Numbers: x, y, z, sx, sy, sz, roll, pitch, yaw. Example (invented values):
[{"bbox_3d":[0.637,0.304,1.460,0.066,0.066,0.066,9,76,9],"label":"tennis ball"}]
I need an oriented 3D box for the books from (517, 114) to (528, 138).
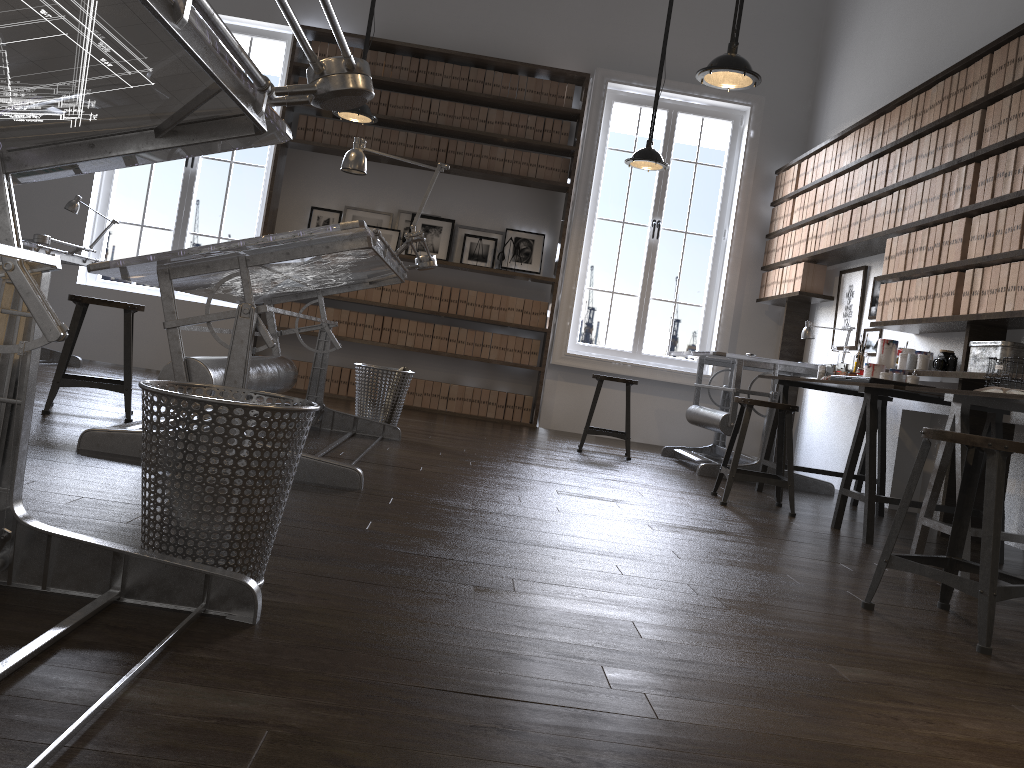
[{"bbox_3d":[0.082,-2.168,7.552,0.066,0.226,0.174,9,0,-3],"label":"books"}]

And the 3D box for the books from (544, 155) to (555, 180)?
[{"bbox_3d":[0.309,-1.817,7.550,0.067,0.226,0.174,9,0,-3],"label":"books"}]

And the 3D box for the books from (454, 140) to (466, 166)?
[{"bbox_3d":[-0.441,-1.932,7.518,0.066,0.226,0.174,9,0,-3],"label":"books"}]

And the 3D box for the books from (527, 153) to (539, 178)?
[{"bbox_3d":[0.172,-1.838,7.547,0.066,0.226,0.174,9,0,-3],"label":"books"}]

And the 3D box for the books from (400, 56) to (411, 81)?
[{"bbox_3d":[-0.901,-2.641,7.508,0.066,0.226,0.174,9,0,-3],"label":"books"}]

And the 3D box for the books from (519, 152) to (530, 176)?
[{"bbox_3d":[0.103,-1.849,7.548,0.066,0.226,0.174,9,0,-3],"label":"books"}]

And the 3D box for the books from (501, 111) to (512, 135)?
[{"bbox_3d":[-0.054,-2.189,7.539,0.067,0.226,0.174,9,0,-3],"label":"books"}]

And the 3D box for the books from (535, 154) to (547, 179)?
[{"bbox_3d":[0.244,-1.827,7.547,0.066,0.226,0.174,9,0,-3],"label":"books"}]

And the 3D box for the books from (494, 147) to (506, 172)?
[{"bbox_3d":[-0.107,-1.881,7.535,0.066,0.226,0.174,9,0,-3],"label":"books"}]

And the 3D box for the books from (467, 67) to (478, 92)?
[{"bbox_3d":[-0.336,-2.554,7.536,0.066,0.226,0.174,9,0,-3],"label":"books"}]

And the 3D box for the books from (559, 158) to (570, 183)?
[{"bbox_3d":[0.440,-1.797,7.561,0.066,0.226,0.174,9,0,-3],"label":"books"}]

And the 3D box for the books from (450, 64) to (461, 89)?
[{"bbox_3d":[-0.479,-2.576,7.533,0.066,0.226,0.174,9,0,-3],"label":"books"}]

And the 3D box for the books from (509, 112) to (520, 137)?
[{"bbox_3d":[0.012,-2.179,7.548,0.066,0.226,0.174,9,0,-3],"label":"books"}]

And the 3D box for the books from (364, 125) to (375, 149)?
[{"bbox_3d":[-1.207,-2.049,7.485,0.066,0.226,0.174,9,0,-3],"label":"books"}]

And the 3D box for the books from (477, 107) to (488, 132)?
[{"bbox_3d":[-0.254,-2.219,7.531,0.067,0.226,0.174,9,0,-3],"label":"books"}]

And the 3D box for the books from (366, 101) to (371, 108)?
[{"bbox_3d":[-1.221,-2.367,7.488,0.066,0.226,0.174,9,0,-3],"label":"books"}]

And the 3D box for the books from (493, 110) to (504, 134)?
[{"bbox_3d":[-0.120,-2.199,7.541,0.066,0.226,0.174,9,0,-3],"label":"books"}]

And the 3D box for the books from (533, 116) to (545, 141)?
[{"bbox_3d":[0.222,-2.147,7.558,0.066,0.226,0.174,9,0,-3],"label":"books"}]

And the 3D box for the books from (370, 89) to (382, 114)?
[{"bbox_3d":[-1.151,-2.356,7.496,0.066,0.226,0.174,9,0,-3],"label":"books"}]

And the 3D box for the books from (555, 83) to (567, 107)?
[{"bbox_3d":[0.412,-2.440,7.572,0.066,0.226,0.174,9,0,-3],"label":"books"}]

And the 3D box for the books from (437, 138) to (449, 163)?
[{"bbox_3d":[-0.585,-1.954,7.511,0.067,0.226,0.174,9,0,-3],"label":"books"}]

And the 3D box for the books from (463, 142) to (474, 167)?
[{"bbox_3d":[-0.372,-1.922,7.525,0.066,0.226,0.174,9,0,-3],"label":"books"}]

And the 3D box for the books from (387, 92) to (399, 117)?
[{"bbox_3d":[-1.004,-2.334,7.503,0.066,0.226,0.174,9,0,-3],"label":"books"}]

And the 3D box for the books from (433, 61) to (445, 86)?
[{"bbox_3d":[-0.619,-2.598,7.519,0.066,0.226,0.174,9,0,-3],"label":"books"}]

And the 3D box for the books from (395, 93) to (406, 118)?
[{"bbox_3d":[-0.939,-2.324,7.503,0.066,0.226,0.174,9,0,-3],"label":"books"}]

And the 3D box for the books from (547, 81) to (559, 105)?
[{"bbox_3d":[0.342,-2.451,7.569,0.066,0.226,0.174,9,0,-3],"label":"books"}]

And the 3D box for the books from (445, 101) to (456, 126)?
[{"bbox_3d":[-0.527,-2.261,7.523,0.066,0.226,0.174,9,0,-3],"label":"books"}]

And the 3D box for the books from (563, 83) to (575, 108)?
[{"bbox_3d":[0.482,-2.429,7.571,0.066,0.226,0.174,9,0,-3],"label":"books"}]

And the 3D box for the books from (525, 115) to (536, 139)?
[{"bbox_3d":[0.152,-2.157,7.551,0.066,0.226,0.174,9,0,-3],"label":"books"}]

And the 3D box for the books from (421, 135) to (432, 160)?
[{"bbox_3d":[-0.723,-1.975,7.508,0.066,0.226,0.174,9,0,-3],"label":"books"}]

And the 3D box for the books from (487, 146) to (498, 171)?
[{"bbox_3d":[-0.169,-1.891,7.533,0.066,0.226,0.174,9,0,-3],"label":"books"}]

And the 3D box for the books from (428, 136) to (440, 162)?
[{"bbox_3d":[-0.659,-1.965,7.513,0.066,0.226,0.174,9,0,-3],"label":"books"}]

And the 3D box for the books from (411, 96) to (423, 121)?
[{"bbox_3d":[-0.805,-2.303,7.505,0.066,0.226,0.174,9,0,-3],"label":"books"}]

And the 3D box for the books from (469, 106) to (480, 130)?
[{"bbox_3d":[-0.323,-2.230,7.532,0.066,0.226,0.174,9,0,-3],"label":"books"}]

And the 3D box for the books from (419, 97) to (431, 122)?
[{"bbox_3d":[-0.734,-2.293,7.512,0.066,0.226,0.174,9,0,-3],"label":"books"}]

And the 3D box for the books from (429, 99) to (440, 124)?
[{"bbox_3d":[-0.660,-2.281,7.513,0.067,0.226,0.174,9,0,-3],"label":"books"}]

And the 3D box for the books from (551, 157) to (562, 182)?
[{"bbox_3d":[0.371,-1.808,7.557,0.066,0.226,0.174,9,0,-3],"label":"books"}]

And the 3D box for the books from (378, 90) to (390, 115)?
[{"bbox_3d":[-1.077,-2.345,7.494,0.067,0.226,0.174,9,0,-3],"label":"books"}]

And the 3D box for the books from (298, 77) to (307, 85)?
[{"bbox_3d":[-1.766,-2.450,7.469,0.066,0.226,0.174,9,0,-3],"label":"books"}]

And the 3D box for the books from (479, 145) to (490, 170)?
[{"bbox_3d":[-0.235,-1.900,7.526,0.067,0.226,0.174,9,0,-3],"label":"books"}]

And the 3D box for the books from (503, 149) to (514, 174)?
[{"bbox_3d":[-0.035,-1.870,7.536,0.067,0.226,0.174,9,0,-3],"label":"books"}]

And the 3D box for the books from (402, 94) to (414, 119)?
[{"bbox_3d":[-0.877,-2.314,7.502,0.067,0.226,0.174,9,0,-3],"label":"books"}]

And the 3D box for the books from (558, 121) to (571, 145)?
[{"bbox_3d":[0.445,-2.113,7.566,0.066,0.226,0.174,9,0,-3],"label":"books"}]

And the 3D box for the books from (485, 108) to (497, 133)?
[{"bbox_3d":[-0.182,-2.208,7.537,0.066,0.226,0.174,9,0,-3],"label":"books"}]

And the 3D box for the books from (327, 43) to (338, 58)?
[{"bbox_3d":[-1.515,-2.734,7.482,0.066,0.226,0.174,9,0,-3],"label":"books"}]

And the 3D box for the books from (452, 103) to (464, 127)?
[{"bbox_3d":[-0.461,-2.251,7.521,0.067,0.226,0.174,9,0,-3],"label":"books"}]

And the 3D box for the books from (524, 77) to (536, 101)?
[{"bbox_3d":[0.148,-2.480,7.557,0.066,0.226,0.174,9,0,-3],"label":"books"}]

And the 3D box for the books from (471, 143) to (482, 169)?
[{"bbox_3d":[-0.301,-1.911,7.529,0.066,0.226,0.174,9,0,-3],"label":"books"}]

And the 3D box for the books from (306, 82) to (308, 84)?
[{"bbox_3d":[-1.697,-2.440,7.470,0.066,0.226,0.174,9,0,-3],"label":"books"}]

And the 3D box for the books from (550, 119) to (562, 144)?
[{"bbox_3d":[0.370,-2.124,7.565,0.066,0.226,0.174,9,0,-3],"label":"books"}]

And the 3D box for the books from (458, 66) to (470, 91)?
[{"bbox_3d":[-0.410,-2.566,7.534,0.066,0.226,0.174,9,0,-3],"label":"books"}]

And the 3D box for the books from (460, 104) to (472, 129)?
[{"bbox_3d":[-0.392,-2.240,7.531,0.066,0.226,0.174,9,0,-3],"label":"books"}]

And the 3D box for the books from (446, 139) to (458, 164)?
[{"bbox_3d":[-0.512,-1.943,7.520,0.066,0.226,0.174,9,0,-3],"label":"books"}]

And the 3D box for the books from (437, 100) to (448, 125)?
[{"bbox_3d":[-0.589,-2.270,7.518,0.066,0.226,0.174,9,0,-3],"label":"books"}]

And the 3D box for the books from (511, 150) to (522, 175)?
[{"bbox_3d":[0.034,-1.860,7.543,0.066,0.226,0.174,9,0,-3],"label":"books"}]

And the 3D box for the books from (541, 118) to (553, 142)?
[{"bbox_3d":[0.297,-2.135,7.556,0.067,0.226,0.174,9,0,-3],"label":"books"}]
